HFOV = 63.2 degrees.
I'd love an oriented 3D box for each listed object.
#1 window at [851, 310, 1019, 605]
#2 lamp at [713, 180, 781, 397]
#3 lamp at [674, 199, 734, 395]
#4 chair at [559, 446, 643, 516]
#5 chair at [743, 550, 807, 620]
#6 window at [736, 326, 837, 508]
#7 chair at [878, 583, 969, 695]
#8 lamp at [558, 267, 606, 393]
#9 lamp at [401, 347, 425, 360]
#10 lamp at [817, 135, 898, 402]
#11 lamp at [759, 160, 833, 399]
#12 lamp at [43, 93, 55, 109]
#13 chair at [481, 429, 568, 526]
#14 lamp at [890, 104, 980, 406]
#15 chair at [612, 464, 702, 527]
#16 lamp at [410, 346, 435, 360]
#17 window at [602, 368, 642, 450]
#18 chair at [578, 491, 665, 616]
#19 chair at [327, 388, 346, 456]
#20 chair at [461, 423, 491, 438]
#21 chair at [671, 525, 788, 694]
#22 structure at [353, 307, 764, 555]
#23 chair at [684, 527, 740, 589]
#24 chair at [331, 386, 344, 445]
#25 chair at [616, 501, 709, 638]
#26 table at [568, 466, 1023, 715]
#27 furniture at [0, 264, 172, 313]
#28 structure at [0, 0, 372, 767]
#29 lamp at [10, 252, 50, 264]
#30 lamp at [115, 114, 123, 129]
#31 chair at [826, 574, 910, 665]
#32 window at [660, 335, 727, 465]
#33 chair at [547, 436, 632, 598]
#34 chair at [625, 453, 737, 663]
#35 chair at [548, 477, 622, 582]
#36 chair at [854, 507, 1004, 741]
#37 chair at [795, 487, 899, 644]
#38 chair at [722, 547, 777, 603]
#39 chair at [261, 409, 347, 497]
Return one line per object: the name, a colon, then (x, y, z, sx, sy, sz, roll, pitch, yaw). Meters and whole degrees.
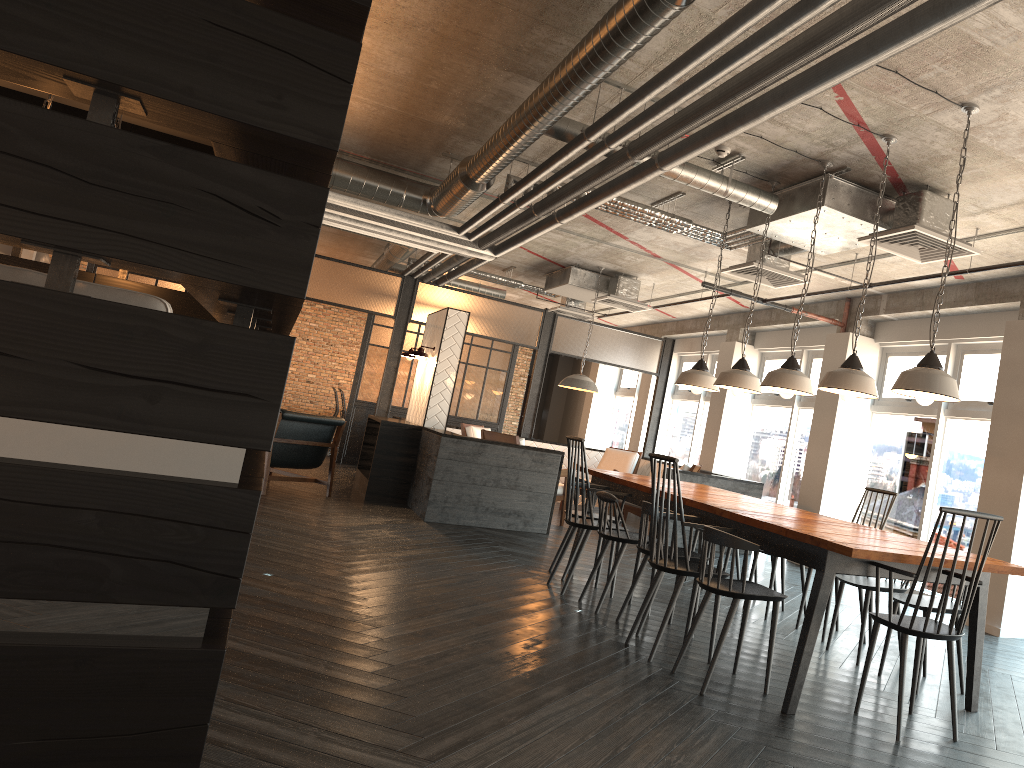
window: (4.353, 0.734, 8.551, 0.276, 2.885, 2.201, 13, -4, -16)
lamp: (1.778, -0.763, 6.021, 0.381, 1.744, 0.349, 11, -5, -4)
lamp: (1.613, -0.771, 6.590, 0.381, 1.744, 0.349, 11, -5, -4)
chair: (1.239, 1.296, 11.198, 0.637, 0.910, 1.050, 9, -4, 30)
chair: (1.965, 1.315, 6.060, 0.503, 0.740, 0.328, 12, -4, -23)
window: (3.663, 0.704, 10.935, 0.276, 2.885, 2.201, 13, -4, -16)
chair: (2.361, 1.333, 4.713, 0.503, 0.740, 0.328, 12, -4, -23)
lamp: (0.972, -0.693, 10.318, 0.558, 1.550, 0.459, 12, -5, -15)
lamp: (-1.159, -0.353, 9.614, 0.168, 0.172, 0.259, 8, -4, 36)
lamp: (2.107, -0.749, 4.883, 0.420, 1.744, 0.310, 14, -5, -33)
lamp: (1.942, -0.756, 5.452, 0.395, 1.744, 0.336, 12, -5, -11)
lamp: (-2.170, -1.351, 3.905, 0.212, 1.054, 0.175, 12, -5, -15)
chair: (0.113, 1.019, 9.025, 0.618, 0.910, 1.076, 8, -4, 39)
lamp: (2.273, -0.742, 4.312, 0.337, 1.744, 0.393, 10, -5, 20)
chair: (1.671, 1.318, 9.791, 0.904, 0.910, 0.749, 10, -4, 11)
lamp: (-0.982, -0.346, 9.003, 0.168, 0.172, 0.259, 8, -4, 36)
window: (2.279, 0.644, 15.713, 0.276, 2.885, 2.201, 13, -4, -16)
chair: (0.729, 1.080, 5.347, 0.524, 0.728, 0.328, 12, -4, -24)
chair: (-2.491, 0.644, 13.196, 0.791, 1.067, 0.608, 12, -4, -23)
chair: (-0.175, 1.021, 10.386, 0.879, 0.910, 0.768, 9, -4, 16)
chair: (1.091, 1.088, 4.061, 0.503, 0.740, 0.328, 12, -4, -23)
structure: (0.514, 0.515, 10.128, 4.486, 2.121, 3.250, 11, -3, -23)
chair: (1.713, 1.307, 6.867, 0.524, 0.728, 0.328, 12, -4, -24)
chair: (-2.888, 0.627, 14.567, 0.791, 1.067, 0.608, 12, -4, -23)
chair: (0.932, 1.094, 4.964, 0.503, 0.740, 0.328, 12, -4, -23)
table: (1.496, 1.182, 5.419, 1.342, 0.794, 3.313, 11, -2, -18)
furniture: (-2.015, 0.202, 1.902, 2.127, 1.264, 0.519, 12, -4, -26)
structure: (-4.211, -0.901, 2.860, 6.913, 2.750, 4.810, 11, -3, -23)
lamp: (-6.233, -2.305, 11.057, 0.390, 1.508, 0.498, 8, -5, 31)
lamp: (-2.561, -1.368, 5.252, 0.221, 1.054, 0.165, 14, -5, -30)
chair: (2.240, 1.334, 5.162, 0.524, 0.728, 0.328, 12, -4, -24)
window: (2.971, 0.674, 13.324, 0.276, 2.885, 2.201, 13, -4, -16)
chair: (0.558, 0.908, 5.728, 0.554, 1.036, 0.402, 13, -5, -23)
chair: (0.925, 0.924, 4.461, 0.554, 1.036, 0.402, 13, -5, -23)
chair: (0.586, 1.083, 6.241, 0.503, 0.740, 0.328, 12, -4, -23)
chair: (1.917, 1.074, 3.877, 0.509, 1.036, 0.439, 12, -4, -17)
chair: (2.264, 1.202, 5.678, 0.554, 1.036, 0.402, 13, -5, -23)
chair: (1.896, 1.320, 6.522, 0.503, 0.740, 0.328, 12, -4, -23)
chair: (-2.343, 0.618, 8.154, 0.891, 0.798, 0.848, 8, -4, 32)
